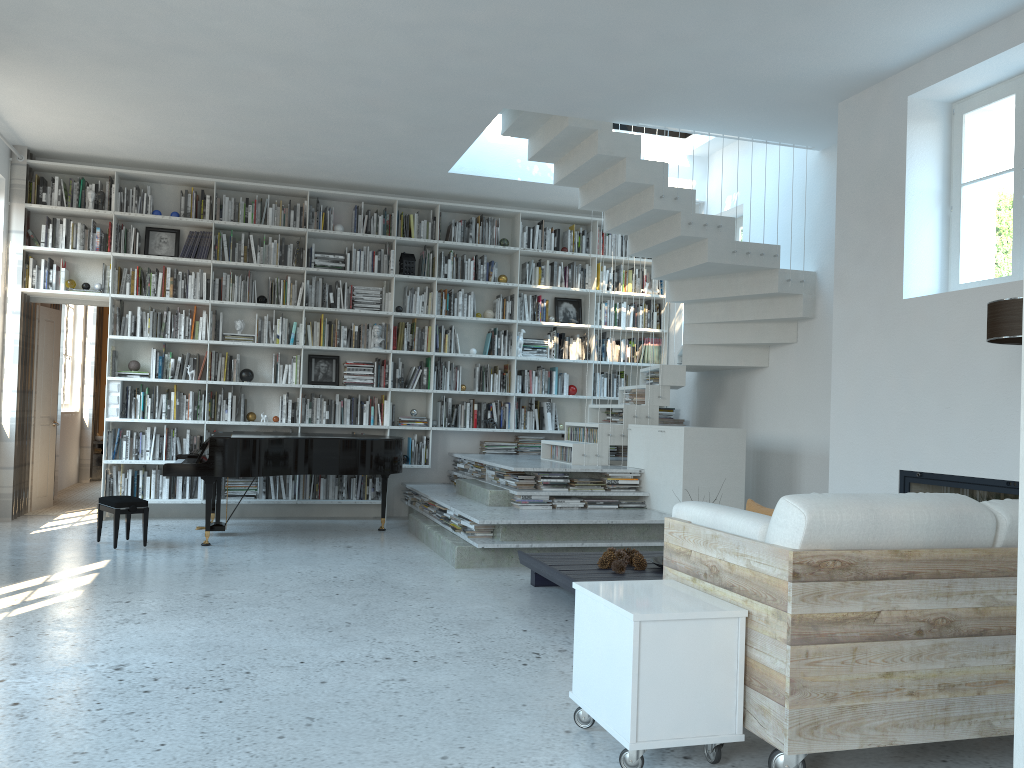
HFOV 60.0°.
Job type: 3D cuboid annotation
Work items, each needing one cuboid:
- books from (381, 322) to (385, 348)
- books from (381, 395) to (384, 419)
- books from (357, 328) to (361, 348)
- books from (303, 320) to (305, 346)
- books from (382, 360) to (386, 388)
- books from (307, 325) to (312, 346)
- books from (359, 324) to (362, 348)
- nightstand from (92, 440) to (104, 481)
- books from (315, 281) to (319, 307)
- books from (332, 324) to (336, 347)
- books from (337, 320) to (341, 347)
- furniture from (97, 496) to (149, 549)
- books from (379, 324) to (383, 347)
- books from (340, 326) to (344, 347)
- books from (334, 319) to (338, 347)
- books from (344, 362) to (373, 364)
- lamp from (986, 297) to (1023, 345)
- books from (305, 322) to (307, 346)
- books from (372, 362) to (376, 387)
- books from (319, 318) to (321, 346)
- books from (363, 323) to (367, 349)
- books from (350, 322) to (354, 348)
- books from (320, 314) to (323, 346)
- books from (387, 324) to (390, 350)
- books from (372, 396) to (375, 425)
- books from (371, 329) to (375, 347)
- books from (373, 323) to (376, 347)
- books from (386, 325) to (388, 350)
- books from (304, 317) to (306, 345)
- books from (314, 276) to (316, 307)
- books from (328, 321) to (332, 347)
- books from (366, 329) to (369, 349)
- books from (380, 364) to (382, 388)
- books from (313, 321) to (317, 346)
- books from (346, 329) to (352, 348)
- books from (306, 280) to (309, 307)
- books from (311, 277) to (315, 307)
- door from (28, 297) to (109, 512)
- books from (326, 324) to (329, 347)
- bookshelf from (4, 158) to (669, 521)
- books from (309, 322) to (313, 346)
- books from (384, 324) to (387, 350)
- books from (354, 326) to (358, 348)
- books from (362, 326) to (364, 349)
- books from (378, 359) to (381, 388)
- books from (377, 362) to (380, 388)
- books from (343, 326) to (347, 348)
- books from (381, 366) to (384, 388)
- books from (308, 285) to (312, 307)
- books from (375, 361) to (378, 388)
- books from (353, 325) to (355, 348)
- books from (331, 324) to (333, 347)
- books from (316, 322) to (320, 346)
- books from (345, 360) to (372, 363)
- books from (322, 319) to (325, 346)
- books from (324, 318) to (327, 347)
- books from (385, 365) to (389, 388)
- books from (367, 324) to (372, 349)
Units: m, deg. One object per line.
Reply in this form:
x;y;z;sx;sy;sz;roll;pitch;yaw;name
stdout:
-1.283;-0.464;8.765;0.025;0.279;0.108;2;-1;-17;books
-1.282;0.259;8.753;0.011;0.300;0.149;2;-1;-17;books
-1.507;-0.435;8.672;0.029;0.200;0.178;2;-2;-17;books
-2.010;-0.483;8.542;0.012;0.254;0.161;2;-1;-17;books
-1.267;-0.097;8.746;0.011;0.279;0.186;2;-1;-17;books
-1.954;-0.459;8.541;0.053;0.208;0.156;2;-2;-17;books
-1.484;-0.457;8.668;0.012;0.245;0.186;2;-2;-17;books
-5.644;1.012;11.839;0.650;0.518;0.431;2;-2;-14;nightstand
-1.886;-0.853;8.563;0.025;0.266;0.185;2;-2;-17;books
-1.737;-0.463;8.621;0.025;0.236;0.137;2;-1;-17;books
-1.692;-0.477;8.612;0.028;0.267;0.190;2;-2;-17;books
-2.882;1.008;6.559;0.240;0.353;0.467;3;-2;-42;furniture
-1.304;-0.456;8.748;0.025;0.259;0.130;2;-1;-17;books
-1.662;-0.450;8.635;0.024;0.216;0.175;2;-2;-17;books
-1.716;-0.486;8.620;0.013;0.283;0.177;2;-1;-17;books
-1.502;-0.202;8.685;0.254;0.012;0.161;3;-2;-20;books
2.610;0.284;3.409;0.470;1.965;1.559;3;-2;-31;lamp
-1.992;-0.473;8.556;0.011;0.235;0.142;2;-1;-17;books
-1.356;-0.088;8.724;0.012;0.254;0.161;2;-1;-17;books
-1.865;-0.492;8.596;0.010;0.284;0.136;2;-1;-17;books
-1.447;-0.462;8.698;0.025;0.258;0.150;2;-1;-17;books
-1.567;-0.467;8.668;0.014;0.258;0.161;2;-1;-17;books
-1.840;-0.509;8.558;0.014;0.317;0.188;2;-1;-17;books
-1.235;-0.455;8.783;0.023;0.264;0.107;2;-1;-17;books
-1.371;0.264;8.735;0.010;0.284;0.132;2;-1;-17;books
-1.378;-0.430;8.726;0.035;0.201;0.149;2;-2;-17;books
-1.357;-0.459;8.742;0.014;0.263;0.135;2;-1;-17;books
-1.250;-0.454;8.771;0.014;0.261;0.137;2;-1;-17;books
-2.002;-0.497;8.554;0.010;0.282;0.140;2;-1;-17;books
-1.911;-0.877;8.583;0.014;0.313;0.133;2;-1;-17;books
-1.777;-0.476;8.622;0.028;0.259;0.134;2;-1;-17;books
-1.430;-0.434;8.720;0.022;0.206;0.114;2;-1;-17;books
-1.304;-0.074;8.755;0.013;0.232;0.134;2;-1;-17;books
-1.909;-0.476;8.576;0.026;0.248;0.139;2;-1;-17;books
-1.602;-0.438;8.667;0.050;0.199;0.145;2;-2;-17;books
-1.977;-0.857;8.545;0.026;0.267;0.170;2;-1;-17;books
-1.925;-0.870;8.559;0.026;0.297;0.179;2;-1;-17;books
-4.217;0.221;8.442;0.834;1.980;0.786;2;-1;-17;door
-1.801;-0.461;8.609;0.024;0.228;0.147;2;-1;-17;books
-1.409;-0.242;8.650;6.297;3.141;0.330;2;-1;-17;bookshelf
-1.940;-0.474;8.558;0.042;0.242;0.162;2;-1;-17;books
-1.260;-0.457;8.755;0.014;0.266;0.154;2;-1;-17;books
-1.534;-0.448;8.662;0.029;0.224;0.185;2;-2;-17;books
-1.477;-0.448;8.709;0.025;0.230;0.143;2;-1;-17;books
-1.313;-0.103;8.745;0.011;0.288;0.152;2;-1;-17;books
-1.325;-0.087;8.742;0.013;0.256;0.163;2;-1;-17;books
-1.636;-0.448;8.644;0.030;0.215;0.168;2;-2;-17;books
-1.288;-0.066;8.758;0.021;0.217;0.132;2;-1;-17;books
-1.956;-0.836;8.567;0.027;0.228;0.147;2;-1;-17;books
-1.343;-0.091;8.725;0.011;0.260;0.184;2;-2;-17;books
-1.555;-0.454;8.667;0.010;0.234;0.175;2;-2;-17;books
-1.753;-0.459;8.608;0.012;0.228;0.169;2;-2;-17;books
-1.881;-0.471;8.578;0.029;0.240;0.155;2;-1;-17;books
-1.501;-0.215;8.683;0.254;0.012;0.161;2;-2;-13;books
-1.827;-0.483;8.561;0.015;0.266;0.189;2;-2;-17;books
-1.810;-0.489;8.582;0.010;0.281;0.170;2;-1;-17;books
-1.244;-0.071;8.742;0.034;0.229;0.199;2;-2;-17;books
-1.406;-0.460;8.721;0.024;0.259;0.126;2;-1;-17;books
